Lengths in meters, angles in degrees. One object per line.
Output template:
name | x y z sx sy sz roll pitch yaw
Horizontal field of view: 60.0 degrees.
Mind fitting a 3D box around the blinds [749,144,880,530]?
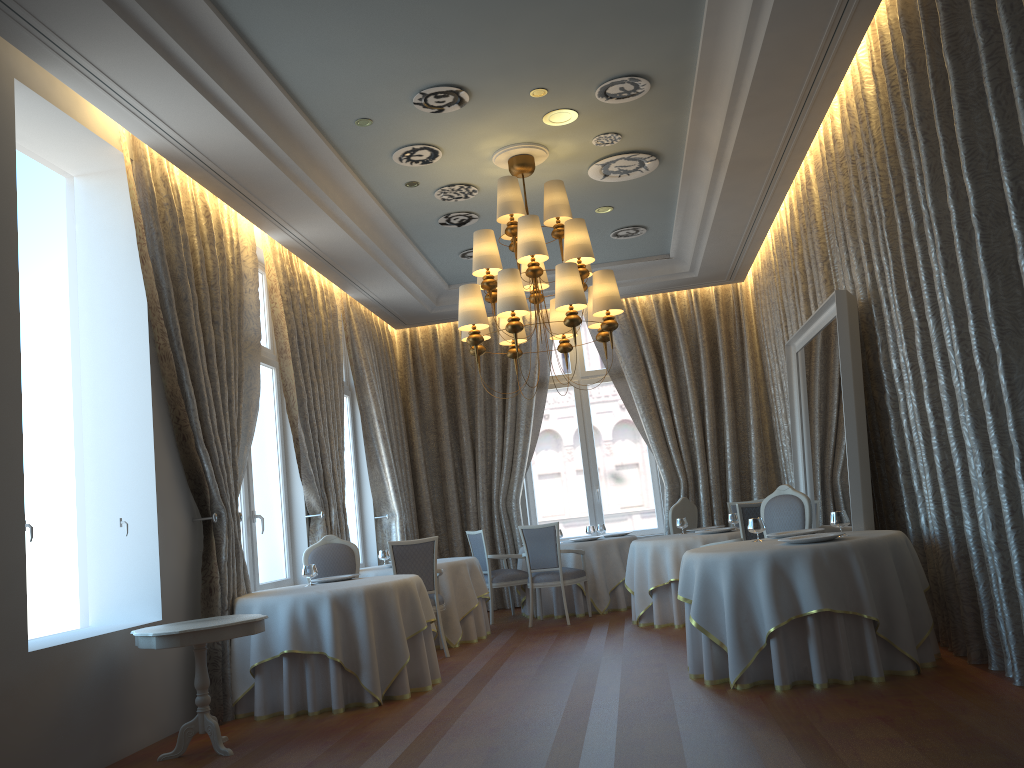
blinds | 3.183 -0.072 9.884 0.238 4.819 4.439 -7 -9 7

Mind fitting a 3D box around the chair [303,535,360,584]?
chair | -1.526 1.940 7.785 0.563 1.233 0.690 -3 -9 -18

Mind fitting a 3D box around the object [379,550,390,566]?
object | -1.415 1.929 9.844 0.128 0.165 0.128 -7 -9 7

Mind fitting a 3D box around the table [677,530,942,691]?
table | 1.984 1.519 6.089 1.663 0.890 1.667 -6 -9 -4

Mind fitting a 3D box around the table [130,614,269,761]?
table | -1.890 1.875 5.432 0.761 0.801 0.760 2 -12 -43

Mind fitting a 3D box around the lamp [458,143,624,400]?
lamp | 0.187 -0.973 7.613 1.373 2.121 1.373 3 -12 -45

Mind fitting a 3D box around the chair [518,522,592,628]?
chair | 0.460 2.120 10.005 0.650 1.108 0.629 -10 -9 22

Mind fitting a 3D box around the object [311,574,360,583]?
object | -1.475 1.629 7.412 0.419 0.036 0.419 -7 -9 5

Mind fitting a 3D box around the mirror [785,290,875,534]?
mirror | 2.693 0.710 7.599 0.385 2.564 2.251 -7 -9 7

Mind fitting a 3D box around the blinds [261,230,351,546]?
blinds | -1.991 0.435 9.388 0.335 4.969 2.257 -7 -9 7

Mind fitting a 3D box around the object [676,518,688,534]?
object | 1.826 1.522 9.502 0.128 0.165 0.128 -7 -9 7

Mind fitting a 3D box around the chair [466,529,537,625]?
chair | -0.139 2.309 10.810 0.629 1.108 0.650 -2 -10 -28

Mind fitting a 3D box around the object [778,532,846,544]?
object | 1.930 0.996 5.711 0.419 0.036 0.419 -7 -9 5

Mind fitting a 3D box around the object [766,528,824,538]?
object | 2.096 1.107 6.561 0.419 0.036 0.419 -7 -9 5

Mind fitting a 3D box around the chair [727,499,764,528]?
chair | 2.738 1.911 10.266 0.650 1.108 0.629 -11 -10 27

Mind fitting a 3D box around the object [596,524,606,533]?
object | 1.156 1.894 11.450 0.128 0.165 0.128 -7 -9 7

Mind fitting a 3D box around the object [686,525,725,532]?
object | 2.106 1.577 9.633 0.419 0.036 0.419 -7 -9 5

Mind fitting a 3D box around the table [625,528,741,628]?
table | 2.019 1.983 9.143 1.663 0.890 1.667 -9 -9 20

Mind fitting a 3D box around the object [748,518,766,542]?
object | 1.779 1.058 6.439 0.128 0.165 0.128 -13 -11 36

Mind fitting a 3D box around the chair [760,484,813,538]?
chair | 2.033 1.434 7.022 0.690 1.233 0.563 -1 -10 -33

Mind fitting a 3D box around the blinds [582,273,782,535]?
blinds | 2.361 0.374 12.099 2.476 4.901 0.386 -7 -9 7

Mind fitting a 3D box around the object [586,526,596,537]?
object | 0.983 1.851 11.046 0.128 0.165 0.128 -7 -9 7

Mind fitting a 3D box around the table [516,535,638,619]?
table | 0.888 2.406 11.099 1.667 0.890 1.663 -10 -10 25

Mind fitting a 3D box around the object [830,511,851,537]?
object | 2.193 0.934 5.923 0.128 0.165 0.128 -7 -9 7

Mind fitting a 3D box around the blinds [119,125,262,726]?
blinds | -2.341 0.103 6.977 0.315 4.930 2.204 -7 -9 7

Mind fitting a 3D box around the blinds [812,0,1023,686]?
blinds | 2.601 -0.666 5.592 0.238 4.819 4.439 -7 -9 7

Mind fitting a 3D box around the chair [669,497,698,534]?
chair | 1.862 1.992 10.548 0.563 1.233 0.690 2 -12 -43

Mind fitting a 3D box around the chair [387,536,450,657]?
chair | -0.954 2.040 8.471 0.650 1.108 0.629 -3 -9 -18

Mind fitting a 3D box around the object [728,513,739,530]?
object | 2.272 1.406 9.061 0.128 0.165 0.128 -7 -9 7

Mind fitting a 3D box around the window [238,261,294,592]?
window | -2.446 0.269 8.203 0.259 3.306 1.882 -7 -9 6

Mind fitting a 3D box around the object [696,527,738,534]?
object | 2.035 1.461 8.824 0.419 0.036 0.419 -7 -9 5

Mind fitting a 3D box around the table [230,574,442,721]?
table | -1.412 2.020 6.933 1.663 0.890 1.667 -6 -9 -4

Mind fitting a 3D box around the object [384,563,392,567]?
object | -1.104 1.851 9.130 0.419 0.036 0.419 -7 -9 5

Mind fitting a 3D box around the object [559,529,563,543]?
object | 0.569 1.877 10.923 0.128 0.165 0.128 -7 -9 7

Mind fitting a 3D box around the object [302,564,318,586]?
object | -1.623 1.536 7.127 0.128 0.165 0.128 -5 -9 -11

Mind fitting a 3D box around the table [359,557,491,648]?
table | -1.054 2.378 9.523 1.667 0.890 1.663 -6 -9 1

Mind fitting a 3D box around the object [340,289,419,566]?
object | -1.634 0.770 11.522 0.386 4.901 2.121 -7 -9 7

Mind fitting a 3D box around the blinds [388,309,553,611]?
blinds | -0.471 0.736 12.438 2.535 4.901 0.386 -7 -9 7

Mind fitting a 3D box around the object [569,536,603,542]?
object | 0.895 1.877 10.725 0.419 0.036 0.419 -7 -9 5

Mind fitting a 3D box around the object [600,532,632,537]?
object | 1.313 1.896 11.153 0.419 0.036 0.419 -7 -9 5

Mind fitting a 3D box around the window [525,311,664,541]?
window | 1.040 0.572 12.674 1.881 3.306 0.196 -7 -9 7

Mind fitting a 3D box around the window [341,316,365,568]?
window | -2.159 0.599 10.563 0.196 3.306 1.881 -7 -9 7

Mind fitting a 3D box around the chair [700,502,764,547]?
chair | 2.175 1.653 8.184 0.650 1.108 0.629 -3 -9 -23
